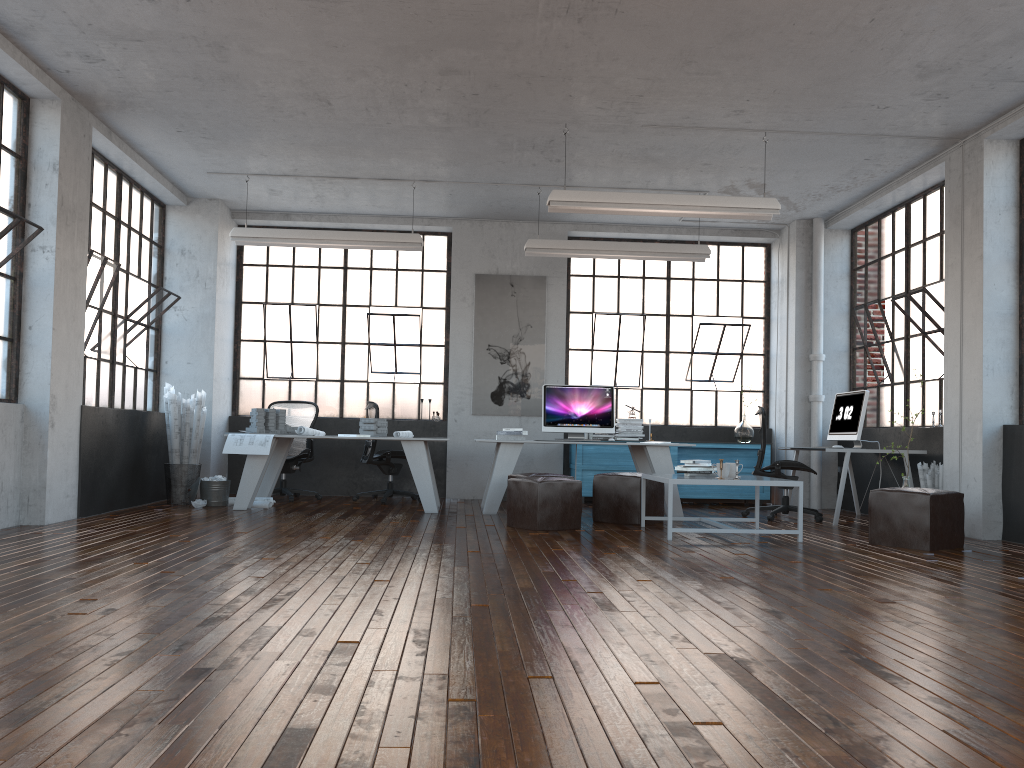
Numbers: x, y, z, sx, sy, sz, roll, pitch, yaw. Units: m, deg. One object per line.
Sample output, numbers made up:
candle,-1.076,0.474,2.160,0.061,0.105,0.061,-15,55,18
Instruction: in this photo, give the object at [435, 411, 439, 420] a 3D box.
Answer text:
object,-0.885,0.381,10.466,0.058,0.117,0.032,1,-2,11

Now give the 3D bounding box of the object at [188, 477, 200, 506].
object,-3.044,1.029,8.474,0.107,0.280,0.293,2,-3,-30

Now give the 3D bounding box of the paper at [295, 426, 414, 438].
paper,-1.548,0.490,8.899,1.075,0.105,0.976,1,-3,-3

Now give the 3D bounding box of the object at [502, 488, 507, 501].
object,-0.013,1.180,10.157,0.292,0.307,0.293,0,-3,25

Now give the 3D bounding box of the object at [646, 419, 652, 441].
object,1.629,0.543,10.474,0.084,0.256,0.084,2,-2,-26

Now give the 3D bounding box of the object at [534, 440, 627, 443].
object,0.651,0.564,8.674,0.848,0.008,0.688,1,-4,-2

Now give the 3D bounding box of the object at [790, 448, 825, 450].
object,3.163,0.632,8.570,0.687,0.008,0.849,1,-4,-2

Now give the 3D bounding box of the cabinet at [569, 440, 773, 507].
cabinet,1.803,1.029,10.275,2.262,0.732,0.627,1,-3,-3

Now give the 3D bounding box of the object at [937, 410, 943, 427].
object,3.881,0.314,8.031,0.066,0.160,0.066,0,-2,28

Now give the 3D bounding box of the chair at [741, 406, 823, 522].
chair,2.644,0.758,8.592,0.792,1.084,0.771,1,-2,1

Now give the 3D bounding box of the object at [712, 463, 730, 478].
object,1.597,0.661,6.766,0.129,0.109,0.101,1,-3,5

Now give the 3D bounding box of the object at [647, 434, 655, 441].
object,1.617,0.619,10.304,0.088,0.084,0.088,1,-3,1

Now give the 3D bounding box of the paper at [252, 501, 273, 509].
paper,-2.449,1.156,8.494,0.341,0.068,0.083,0,-3,22

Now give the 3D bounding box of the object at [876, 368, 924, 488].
object,3.073,0.526,6.962,0.330,1.338,0.619,0,-3,33

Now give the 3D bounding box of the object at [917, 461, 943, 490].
object,3.676,0.951,7.658,0.293,0.627,0.274,-1,-3,39

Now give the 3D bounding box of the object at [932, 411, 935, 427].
object,3.840,0.319,8.076,0.055,0.153,0.055,3,-3,-44

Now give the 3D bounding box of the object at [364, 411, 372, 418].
object,-1.668,0.361,10.457,0.124,0.100,0.124,0,-3,19

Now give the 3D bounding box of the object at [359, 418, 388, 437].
object,-1.380,0.436,8.843,0.416,0.182,0.389,0,-4,27

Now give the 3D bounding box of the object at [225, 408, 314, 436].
object,-2.375,0.351,8.725,0.434,0.305,0.736,-1,-4,42

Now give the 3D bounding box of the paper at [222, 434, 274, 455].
paper,-2.407,0.554,8.169,0.439,0.183,0.435,1,-3,-4

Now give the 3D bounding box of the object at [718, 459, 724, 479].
object,1.557,0.633,6.596,0.052,0.148,0.053,0,-3,37

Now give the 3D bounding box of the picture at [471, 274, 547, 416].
picture,-0.030,-0.455,10.347,0.853,1.649,0.025,1,-2,-3

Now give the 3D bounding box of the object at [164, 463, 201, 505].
object,-3.241,0.980,8.712,0.354,0.397,0.354,1,-3,3

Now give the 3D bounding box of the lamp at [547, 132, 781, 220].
lamp,1.227,-1.689,7.160,1.877,0.628,0.202,1,-2,-3

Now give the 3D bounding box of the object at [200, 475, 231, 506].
object,-2.873,1.027,8.573,0.290,0.293,0.291,-1,-3,38

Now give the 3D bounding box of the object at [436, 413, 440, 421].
object,-0.876,0.393,10.540,0.058,0.101,0.032,0,-3,32

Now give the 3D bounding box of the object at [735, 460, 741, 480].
object,1.668,0.632,6.570,0.055,0.153,0.055,2,-2,-27

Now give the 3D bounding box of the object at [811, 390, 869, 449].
object,3.172,0.349,8.578,0.377,0.552,0.715,1,-3,-2

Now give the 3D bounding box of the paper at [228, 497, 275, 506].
paper,-2.552,1.157,8.678,0.467,0.094,0.114,2,-3,-18

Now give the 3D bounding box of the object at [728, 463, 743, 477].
object,1.751,0.679,7.002,0.129,0.109,0.101,1,-3,5

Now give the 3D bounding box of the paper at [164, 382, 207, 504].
paper,-3.248,0.574,8.773,0.412,1.197,0.441,2,-2,-25

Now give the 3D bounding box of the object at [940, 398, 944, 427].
object,3.885,0.258,7.945,0.084,0.256,0.084,1,-2,19

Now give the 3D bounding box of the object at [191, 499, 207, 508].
object,-2.927,1.120,8.293,0.135,0.083,0.108,2,-3,-13

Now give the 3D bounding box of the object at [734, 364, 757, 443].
object,2.764,0.219,10.305,0.232,0.939,0.434,2,-2,-22

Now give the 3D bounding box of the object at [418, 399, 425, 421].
object,-1.068,0.308,10.505,0.085,0.259,0.085,3,-3,-40

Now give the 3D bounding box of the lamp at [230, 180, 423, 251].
lamp,-1.816,-1.676,8.779,1.877,0.628,0.202,1,-2,-3

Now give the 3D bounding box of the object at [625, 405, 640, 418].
object,1.415,0.320,10.377,0.092,0.161,0.177,3,-3,-35

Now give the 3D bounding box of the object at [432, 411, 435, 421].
object,-0.929,0.383,10.521,0.032,0.117,0.058,3,-3,-42

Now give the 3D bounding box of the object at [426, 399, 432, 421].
object,-0.974,0.309,10.495,0.085,0.259,0.085,3,-3,-40

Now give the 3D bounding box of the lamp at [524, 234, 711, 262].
lamp,1.064,-1.379,8.937,1.877,0.205,0.202,1,-3,-3

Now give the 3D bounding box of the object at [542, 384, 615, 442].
object,0.659,0.282,8.687,0.714,0.552,0.377,1,-2,-2
